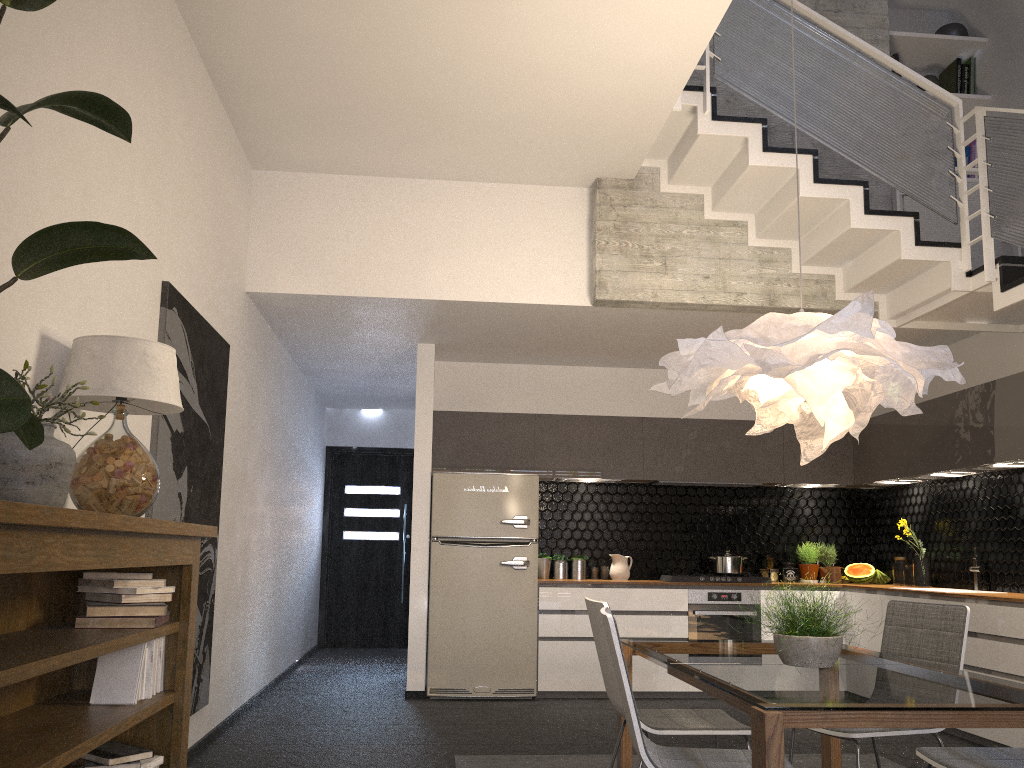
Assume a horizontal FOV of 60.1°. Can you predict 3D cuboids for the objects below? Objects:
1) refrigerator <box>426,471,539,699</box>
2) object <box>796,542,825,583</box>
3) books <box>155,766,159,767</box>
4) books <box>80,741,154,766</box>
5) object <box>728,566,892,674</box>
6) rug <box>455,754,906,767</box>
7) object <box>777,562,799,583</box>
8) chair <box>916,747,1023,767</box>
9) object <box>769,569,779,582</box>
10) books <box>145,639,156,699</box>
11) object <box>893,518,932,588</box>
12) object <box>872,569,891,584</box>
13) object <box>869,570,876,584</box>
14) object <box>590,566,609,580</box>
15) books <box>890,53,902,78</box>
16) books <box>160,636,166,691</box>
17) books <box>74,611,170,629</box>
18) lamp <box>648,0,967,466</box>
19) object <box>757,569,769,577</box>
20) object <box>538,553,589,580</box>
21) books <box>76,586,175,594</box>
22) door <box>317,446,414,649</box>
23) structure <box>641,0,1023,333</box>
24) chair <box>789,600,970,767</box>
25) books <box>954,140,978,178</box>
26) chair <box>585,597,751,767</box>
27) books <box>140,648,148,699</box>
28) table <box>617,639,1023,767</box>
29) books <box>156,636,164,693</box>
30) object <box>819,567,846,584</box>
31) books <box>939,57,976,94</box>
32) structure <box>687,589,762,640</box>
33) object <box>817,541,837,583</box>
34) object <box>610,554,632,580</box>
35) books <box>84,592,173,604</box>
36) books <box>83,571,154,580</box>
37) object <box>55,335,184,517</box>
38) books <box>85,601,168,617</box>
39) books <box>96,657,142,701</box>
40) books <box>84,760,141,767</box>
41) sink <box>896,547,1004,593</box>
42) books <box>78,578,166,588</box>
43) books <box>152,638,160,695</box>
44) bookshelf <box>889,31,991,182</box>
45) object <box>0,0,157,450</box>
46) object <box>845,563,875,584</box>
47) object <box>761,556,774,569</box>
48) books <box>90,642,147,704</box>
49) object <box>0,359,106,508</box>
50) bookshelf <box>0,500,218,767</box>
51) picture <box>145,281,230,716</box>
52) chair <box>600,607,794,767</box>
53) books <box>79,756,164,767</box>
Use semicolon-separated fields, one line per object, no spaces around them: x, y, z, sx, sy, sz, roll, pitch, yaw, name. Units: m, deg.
-0.240;1.583;7.035;0.829;1.698;0.775;2;-8;-5;refrigerator
2.560;1.523;7.583;0.245;0.351;0.236;1;-9;-1;object
-1.188;1.198;2.712;0.175;0.019;0.245;4;-11;-15;books
-1.224;1.128;2.709;0.222;0.023;0.148;-7;-13;35;books
1.044;0.841;3.193;0.531;0.364;0.673;3;-10;-10;object
1.041;1.703;3.070;2.371;0.006;3.717;2;-11;-5;rug
2.363;1.614;7.595;0.141;0.173;0.142;2;-9;-5;object
1.672;1.204;2.809;0.601;0.912;0.479;1;-8;-2;chair
2.240;1.641;7.585;0.083;0.112;0.083;0;-9;5;object
-1.218;0.909;2.834;0.136;0.187;0.018;2;-8;-5;books
3.160;1.334;7.012;0.257;0.538;0.430;-2;-9;18;object
3.109;1.620;7.447;0.149;0.126;0.225;-6;-12;34;object
3.109;1.657;7.622;0.132;0.118;0.205;-2;-10;15;object
0.736;1.592;7.459;0.160;0.110;0.078;1;-9;0;object
2.799;-2.222;6.613;0.134;0.379;0.274;2;-9;-5;books
-1.239;0.936;2.977;0.135;0.188;0.031;2;-8;-5;books
-1.238;0.752;2.831;0.230;0.034;0.288;3;-11;-13;books
1.115;-2.272;3.620;1.117;5.172;1.070;0;-8;6;lamp
2.152;1.639;7.582;0.083;0.112;0.083;2;-9;-5;object
0.406;1.521;7.398;0.482;0.219;0.174;2;-9;-8;object
-1.263;0.672;2.901;0.244;0.019;0.176;-3;-11;20;books
-1.627;1.880;10.205;1.108;2.298;0.161;2;-8;-5;door
1.490;-2.175;4.660;4.234;8.244;8.529;2;-9;-5;structure
1.461;1.340;3.535;0.602;0.912;0.478;4;-9;-19;chair
3.329;-1.581;6.576;0.146;0.380;0.274;2;-9;-5;books
0.599;1.311;3.457;0.601;0.912;0.479;2;-9;-5;chair
-1.225;0.920;2.815;0.120;0.158;0.016;2;-8;-5;books
1.050;1.358;3.135;0.997;0.708;1.815;2;-10;-5;table
-1.238;0.931;2.952;0.136;0.187;0.018;2;-8;-5;books
2.703;1.609;7.452;0.210;0.139;0.125;-5;-11;29;object
3.332;-2.206;6.642;0.160;0.379;0.268;2;-9;-5;books
1.649;1.962;7.207;0.587;0.584;0.589;2;-9;-5;structure
2.702;1.512;7.579;0.169;0.376;0.185;-4;-10;32;object
0.916;1.542;7.448;0.190;0.213;0.173;0;-9;8;object
-1.256;0.696;2.901;0.226;0.029;0.180;-7;-13;36;books
-1.279;0.624;2.886;0.205;0.022;0.156;5;-11;-20;books
-1.287;0.161;2.898;0.391;0.577;0.391;7;-11;-36;object
0.281;-2.147;5.325;0.361;6.656;5.425;-5;-11;35;books
-1.239;0.901;2.796;0.136;0.187;0.018;2;-8;-5;books
-1.220;1.150;2.700;0.155;0.022;0.206;6;-12;-25;books
3.058;1.364;6.208;0.490;0.445;0.729;2;-10;-5;sink
-1.272;0.646;2.884;0.244;0.023;0.176;-8;-14;39;books
-1.231;0.921;2.899;0.135;0.187;0.015;2;-8;-5;books
2.929;-1.937;6.509;0.973;1.098;0.446;2;-8;-5;bookshelf
-0.790;-0.356;0.859;0.909;3.175;2.024;5;-10;-27;object
2.901;1.581;7.387;0.236;0.173;0.219;-3;-11;23;object
2.189;1.528;7.587;0.083;0.112;0.083;5;-10;-25;object
-1.217;0.893;2.741;0.135;0.181;0.078;2;-8;-5;books
-1.255;0.128;2.273;0.386;0.409;0.277;6;-10;-27;object
-1.196;0.898;2.116;0.451;1.162;1.935;2;-10;-5;bookshelf
-1.617;0.653;4.414;0.033;2.012;1.243;2;-9;-5;picture
0.573;1.169;2.723;0.601;0.912;0.479;0;-9;4;chair
-1.209;1.176;2.712;0.175;0.023;0.245;0;-11;5;books
